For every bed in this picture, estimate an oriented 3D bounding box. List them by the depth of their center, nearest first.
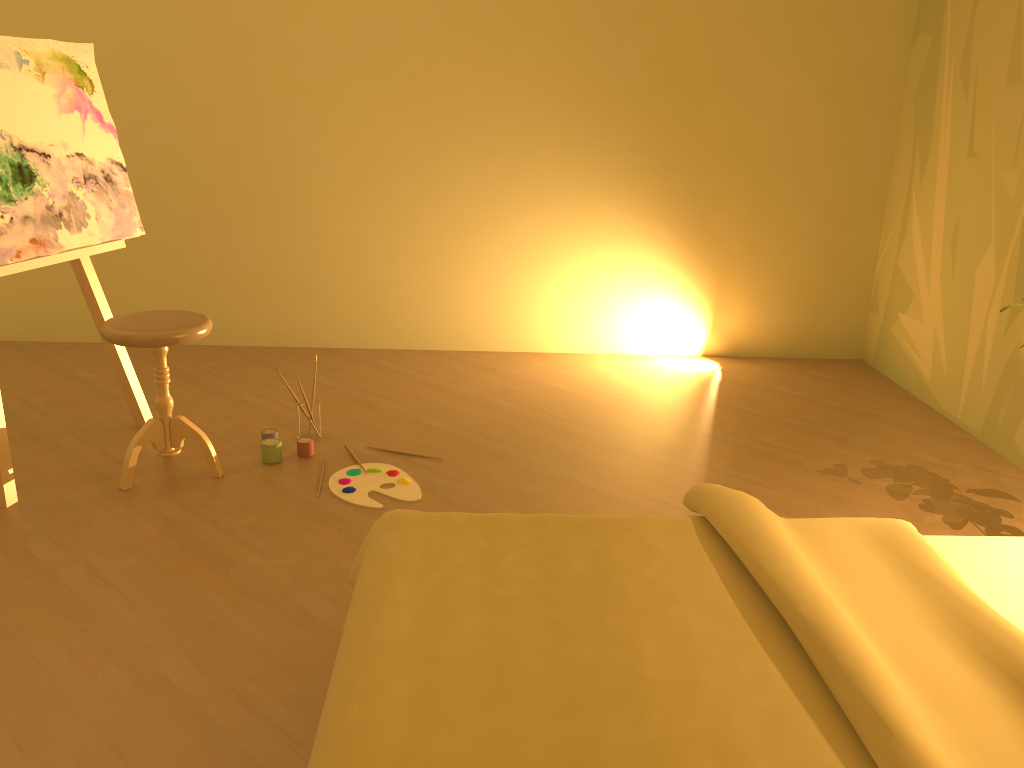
[{"bbox_3d":[0.834,0.434,1.516,2.378,0.894,1.286,1,18,-3],"label":"bed"}]

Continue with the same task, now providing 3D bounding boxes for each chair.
[{"bbox_3d":[-1.189,0.052,3.046,0.364,0.551,0.348,5,18,8],"label":"chair"}]

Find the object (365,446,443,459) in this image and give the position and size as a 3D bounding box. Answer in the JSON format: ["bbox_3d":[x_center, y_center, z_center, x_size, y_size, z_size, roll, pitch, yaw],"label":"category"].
[{"bbox_3d":[-0.412,0.260,3.363,0.325,0.010,0.010,7,19,16],"label":"object"}]

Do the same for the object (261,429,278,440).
[{"bbox_3d":[-0.925,0.209,3.387,0.060,0.060,0.060,-4,19,-17],"label":"object"}]

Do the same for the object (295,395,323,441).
[{"bbox_3d":[-0.793,0.134,3.473,0.106,0.157,0.106,-8,21,-29],"label":"object"}]

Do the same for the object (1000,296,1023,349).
[{"bbox_3d":[1.529,0.177,2.304,0.372,0.944,0.828,-1,18,-9],"label":"object"}]

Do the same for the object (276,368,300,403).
[{"bbox_3d":[-0.830,0.073,3.443,0.159,0.286,0.010,0,18,-7],"label":"object"}]

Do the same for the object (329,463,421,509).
[{"bbox_3d":[-0.486,0.346,3.083,0.288,0.014,0.366,-8,21,-29],"label":"object"}]

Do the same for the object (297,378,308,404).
[{"bbox_3d":[-0.787,0.085,3.419,0.010,0.278,0.172,5,18,9],"label":"object"}]

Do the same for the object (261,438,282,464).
[{"bbox_3d":[-0.882,0.245,3.253,0.073,0.073,0.073,2,18,1],"label":"object"}]

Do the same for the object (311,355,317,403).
[{"bbox_3d":[-0.783,0.042,3.493,0.010,0.319,0.069,10,19,23],"label":"object"}]

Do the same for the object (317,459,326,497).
[{"bbox_3d":[-0.672,0.327,3.127,0.010,0.010,0.325,0,18,-7],"label":"object"}]

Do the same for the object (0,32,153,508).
[{"bbox_3d":[-1.839,-0.571,2.908,1.132,1.896,0.972,-4,19,-19],"label":"object"}]

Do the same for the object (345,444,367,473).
[{"bbox_3d":[-0.580,0.275,3.291,0.010,0.015,0.325,-6,19,-23],"label":"object"}]

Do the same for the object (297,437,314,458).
[{"bbox_3d":[-0.773,0.237,3.314,0.060,0.060,0.060,-5,19,-20],"label":"object"}]
